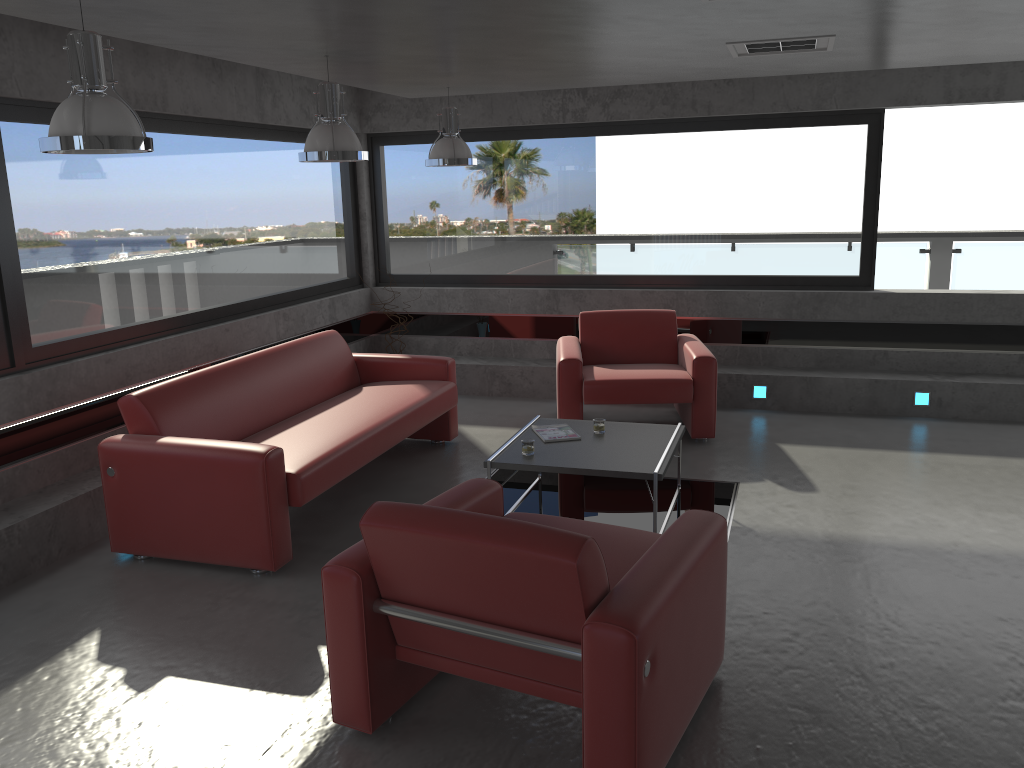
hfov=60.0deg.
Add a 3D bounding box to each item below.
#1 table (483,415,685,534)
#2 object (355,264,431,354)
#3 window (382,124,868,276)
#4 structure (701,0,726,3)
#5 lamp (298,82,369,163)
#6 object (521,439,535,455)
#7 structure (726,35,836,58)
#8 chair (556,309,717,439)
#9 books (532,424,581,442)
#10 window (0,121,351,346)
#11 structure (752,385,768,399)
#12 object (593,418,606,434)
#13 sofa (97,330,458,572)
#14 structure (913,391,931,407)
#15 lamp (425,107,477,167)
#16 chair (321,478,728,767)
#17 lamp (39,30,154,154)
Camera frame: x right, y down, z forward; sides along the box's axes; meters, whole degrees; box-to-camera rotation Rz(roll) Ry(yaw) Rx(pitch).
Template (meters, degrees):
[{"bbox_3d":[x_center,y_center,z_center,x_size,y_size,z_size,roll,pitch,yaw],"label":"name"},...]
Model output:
[{"bbox_3d":[0.470,0.547,5.296,0.994,0.436,1.018,2,13,18],"label":"table"},{"bbox_3d":[-1.032,-0.398,7.763,0.531,1.289,0.466,6,14,30],"label":"object"},{"bbox_3d":[0.838,-1.651,8.200,4.583,1.364,0.003,2,13,18],"label":"window"},{"bbox_3d":[0.967,-1.625,3.301,0.563,0.240,0.563,2,13,18],"label":"structure"},{"bbox_3d":[-1.007,-1.460,4.947,0.389,0.422,0.388,2,13,18],"label":"lamp"},{"bbox_3d":[0.092,0.360,5.060,0.079,0.077,0.079,-1,12,1],"label":"object"},{"bbox_3d":[1.509,-2.008,4.962,0.563,0.240,0.563,2,13,18],"label":"structure"},{"bbox_3d":[0.950,-0.103,7.022,1.196,0.854,1.130,-1,13,3],"label":"chair"},{"bbox_3d":[0.270,0.296,5.453,0.228,0.022,0.326,-4,13,-12],"label":"books"},{"bbox_3d":[-2.788,-0.861,5.080,0.003,1.364,7.800,2,13,18],"label":"window"},{"bbox_3d":[2.113,0.069,7.557,0.123,0.123,0.004,2,13,18],"label":"structure"},{"bbox_3d":[0.537,0.258,5.462,0.079,0.077,0.079,4,14,25],"label":"object"},{"bbox_3d":[-1.270,0.242,5.742,1.120,0.854,2.626,2,13,18],"label":"sofa"},{"bbox_3d":[3.318,0.121,7.175,0.123,0.123,0.004,2,13,18],"label":"structure"},{"bbox_3d":[-0.461,-1.846,6.618,0.388,0.422,0.389,0,13,7],"label":"lamp"},{"bbox_3d":[0.107,0.741,3.321,1.196,0.854,1.130,5,14,27],"label":"chair"},{"bbox_3d":[-1.553,-1.075,3.275,0.389,0.422,0.388,2,13,18],"label":"lamp"}]
